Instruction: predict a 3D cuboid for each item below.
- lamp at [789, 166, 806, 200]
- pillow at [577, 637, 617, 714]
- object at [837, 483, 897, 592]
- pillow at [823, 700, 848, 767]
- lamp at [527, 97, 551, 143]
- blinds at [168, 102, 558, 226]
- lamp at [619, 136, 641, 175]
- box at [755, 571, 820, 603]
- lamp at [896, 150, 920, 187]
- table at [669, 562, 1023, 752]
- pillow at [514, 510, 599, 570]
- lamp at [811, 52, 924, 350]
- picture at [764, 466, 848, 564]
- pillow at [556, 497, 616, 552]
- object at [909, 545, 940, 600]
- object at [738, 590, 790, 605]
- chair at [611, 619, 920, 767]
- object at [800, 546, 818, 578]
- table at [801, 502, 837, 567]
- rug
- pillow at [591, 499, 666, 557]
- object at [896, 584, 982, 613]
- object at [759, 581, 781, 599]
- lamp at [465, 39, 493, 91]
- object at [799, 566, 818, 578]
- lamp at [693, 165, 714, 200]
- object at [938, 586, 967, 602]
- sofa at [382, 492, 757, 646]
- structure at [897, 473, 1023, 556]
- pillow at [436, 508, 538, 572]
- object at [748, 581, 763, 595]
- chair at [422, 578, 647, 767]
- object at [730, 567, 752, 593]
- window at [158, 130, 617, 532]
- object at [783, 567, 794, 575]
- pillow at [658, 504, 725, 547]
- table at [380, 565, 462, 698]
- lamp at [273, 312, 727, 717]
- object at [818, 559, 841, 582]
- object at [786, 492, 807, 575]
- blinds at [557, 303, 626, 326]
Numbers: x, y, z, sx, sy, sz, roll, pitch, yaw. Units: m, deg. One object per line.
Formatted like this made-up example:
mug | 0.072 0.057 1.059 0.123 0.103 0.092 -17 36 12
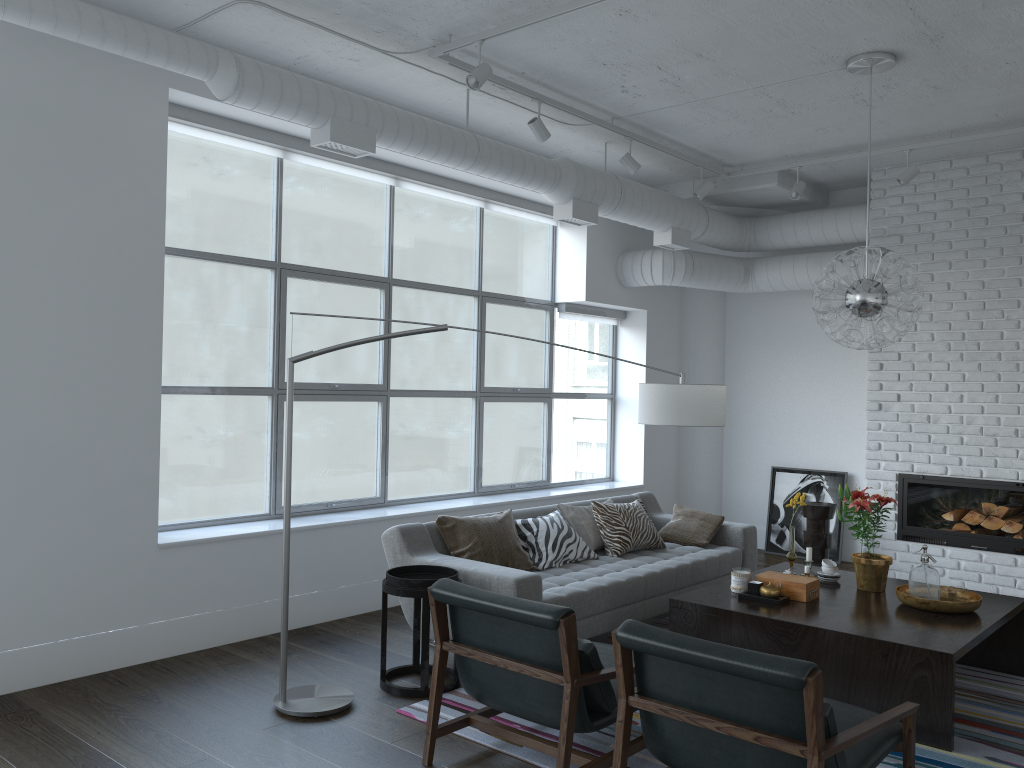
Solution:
lamp | 2.147 -1.523 6.674 0.095 0.285 0.154 1 0 39
pillow | 0.098 1.050 3.358 0.612 0.293 0.246 1 0 41
object | 1.871 0.810 4.691 0.284 0.558 0.275 1 0 3
pillow | 0.734 1.062 2.805 0.612 0.293 0.246 1 0 41
lamp | 0.163 -1.575 5.261 0.154 0.285 0.087 2 0 -40
blinds | -0.774 -1.425 6.089 0.086 0.130 3.613 1 0 41
lamp | 0.800 -1.557 6.001 0.154 0.285 0.087 1 0 -5
box | 1.400 1.030 4.518 0.294 0.093 0.169 1 0 41
lamp | 2.749 -1.513 6.153 0.154 0.285 0.090 1 0 9
table | 1.716 1.281 4.489 1.306 0.394 1.362 1 0 41
pillow | 0.231 0.943 5.326 0.346 0.283 0.578 1 0 41
lamp | 1.904 -0.957 4.740 0.552 1.546 0.552 1 0 29
picture | 2.575 1.137 7.791 0.686 0.775 0.130 1 0 41
pillow | 0.571 0.929 5.784 0.254 0.318 0.663 1 0 42
object | 2.057 0.945 4.422 0.143 0.288 0.143 1 0 13
object | 1.255 1.062 4.417 0.214 0.023 0.130 1 0 41
chair | 0.866 1.113 2.948 0.678 0.698 0.983 1 0 41
object | 1.670 0.999 4.988 0.098 0.174 0.098 1 0 35
table | 2.422 1.228 7.024 0.282 0.558 0.281 1 0 20
rug | 1.757 1.484 4.400 2.735 0.012 3.760 1 0 41
pillow | 0.745 0.908 5.725 0.271 0.340 0.576 1 0 45
object | 2.088 1.057 4.346 0.383 0.068 0.383 1 0 -6
object | 1.280 1.017 4.397 0.103 0.077 0.103 1 0 13
lamp | -0.165 -1.587 4.389 0.095 0.285 0.154 1 0 34
object | 1.610 1.035 4.834 0.102 0.098 0.102 1 0 -10
lamp | 1.457 -1.539 6.739 0.154 0.285 0.087 1 0 0
object | 2.146 1.043 4.319 0.195 0.089 0.085 2 0 -40
sofa | 0.481 1.123 5.421 0.991 0.684 2.541 1 0 41
structure | 3.602 0.986 6.659 1.168 0.578 0.675 1 0 41
pillow | -0.149 0.901 4.955 0.597 0.338 0.298 2 0 -39
object | 1.228 1.027 4.469 0.058 0.055 0.058 1 0 41
chair | 0.230 1.101 3.502 0.678 0.698 0.983 1 0 41
object | 1.184 1.015 4.579 0.106 0.116 0.117 1 0 21
window | -0.541 -0.315 6.479 0.107 2.340 4.566 1 0 41
object | 1.535 1.049 4.917 0.069 0.078 0.124 1 0 24
pillow | 1.214 0.978 6.077 0.427 0.261 0.236 1 0 43
table | -0.436 1.171 4.252 0.379 0.536 0.379 1 0 -32
lamp | 0.004 0.576 4.214 2.162 1.738 0.432 1 0 -15
object | 1.756 1.030 4.907 0.124 0.113 0.121 1 0 -29
object | 1.609 0.849 5.019 0.120 0.470 0.121 1 0 -33
blinds | 0.711 -0.611 7.810 0.086 0.130 0.903 1 0 41
